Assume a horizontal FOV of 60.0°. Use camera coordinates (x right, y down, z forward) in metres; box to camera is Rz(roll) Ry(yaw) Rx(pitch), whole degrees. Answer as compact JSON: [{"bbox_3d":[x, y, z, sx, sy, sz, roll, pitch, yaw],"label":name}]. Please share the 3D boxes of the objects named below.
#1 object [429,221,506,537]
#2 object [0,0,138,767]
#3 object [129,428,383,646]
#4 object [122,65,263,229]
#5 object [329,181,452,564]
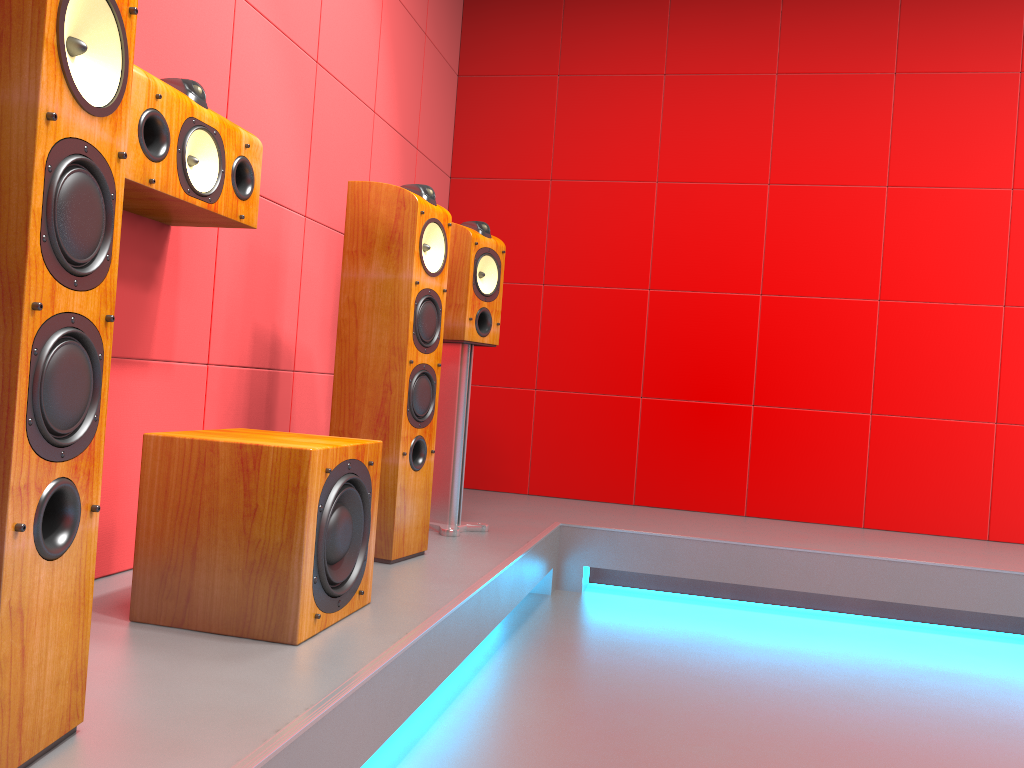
[{"bbox_3d":[-0.205,-0.031,3.052,0.265,1.058,0.231,4,0,33],"label":"object"},{"bbox_3d":[-0.647,-0.073,1.087,0.238,1.052,0.203,4,0,3],"label":"object"},{"bbox_3d":[-0.503,0.289,1.825,0.360,0.360,0.360,4,0,13],"label":"object"},{"bbox_3d":[-0.761,-0.517,1.901,0.235,0.271,0.493,4,0,13],"label":"object"},{"bbox_3d":[-0.348,-0.042,2.521,0.238,1.052,0.203,4,0,23],"label":"object"}]
